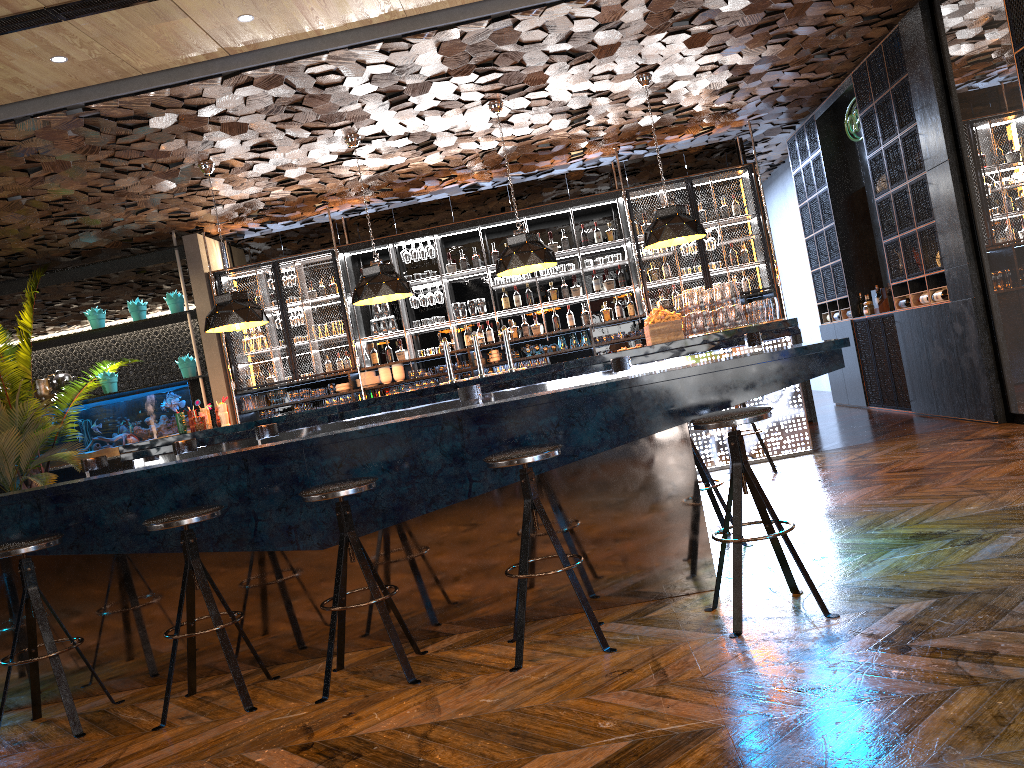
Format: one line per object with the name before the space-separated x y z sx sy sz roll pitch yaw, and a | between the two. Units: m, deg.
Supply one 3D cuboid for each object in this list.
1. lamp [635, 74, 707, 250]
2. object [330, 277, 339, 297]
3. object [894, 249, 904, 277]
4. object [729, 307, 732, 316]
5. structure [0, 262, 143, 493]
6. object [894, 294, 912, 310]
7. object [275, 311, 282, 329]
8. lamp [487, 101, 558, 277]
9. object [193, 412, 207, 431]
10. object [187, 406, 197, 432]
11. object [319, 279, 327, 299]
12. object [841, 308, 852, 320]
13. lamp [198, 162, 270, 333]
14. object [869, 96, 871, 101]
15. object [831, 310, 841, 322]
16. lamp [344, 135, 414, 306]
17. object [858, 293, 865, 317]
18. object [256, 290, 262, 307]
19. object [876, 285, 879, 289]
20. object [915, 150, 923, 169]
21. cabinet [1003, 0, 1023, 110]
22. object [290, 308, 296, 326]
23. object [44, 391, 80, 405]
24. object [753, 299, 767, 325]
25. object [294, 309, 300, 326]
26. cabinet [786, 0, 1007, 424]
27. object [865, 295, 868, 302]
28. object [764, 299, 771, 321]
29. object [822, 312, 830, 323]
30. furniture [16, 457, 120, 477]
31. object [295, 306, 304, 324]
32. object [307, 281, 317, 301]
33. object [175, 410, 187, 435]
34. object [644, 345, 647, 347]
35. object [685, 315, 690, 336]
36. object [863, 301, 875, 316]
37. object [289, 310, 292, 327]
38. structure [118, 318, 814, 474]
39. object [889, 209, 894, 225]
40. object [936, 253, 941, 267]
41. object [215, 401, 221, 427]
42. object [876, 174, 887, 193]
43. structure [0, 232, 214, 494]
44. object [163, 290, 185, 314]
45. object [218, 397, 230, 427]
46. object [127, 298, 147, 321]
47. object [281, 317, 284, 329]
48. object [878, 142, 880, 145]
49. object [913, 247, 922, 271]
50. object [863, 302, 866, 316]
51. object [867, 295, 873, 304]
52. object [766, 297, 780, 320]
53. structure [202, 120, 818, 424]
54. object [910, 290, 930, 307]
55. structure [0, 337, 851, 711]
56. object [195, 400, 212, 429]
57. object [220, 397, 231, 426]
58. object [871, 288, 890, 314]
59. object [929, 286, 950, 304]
lamp | 1.369 -2.087 8.246 0.582 1.564 0.607 -11 0 4
object | -2.218 -1.211 11.017 0.073 0.246 0.072 -11 0 19
object | 3.937 -1.216 8.787 0.175 0.351 0.369 -11 0 9
object | 2.012 -0.599 7.972 0.105 0.209 0.105 -11 0 29
structure | -5.920 0.379 10.050 1.873 3.561 4.073 -11 0 5
object | 3.923 -0.816 8.762 0.122 0.133 0.396 -11 0 4
object | -2.897 -0.797 10.985 0.081 0.213 0.081 -11 0 9
lamp | -0.007 -1.827 8.214 0.582 1.564 0.607 -11 0 4
object | -2.839 0.332 8.077 0.110 0.191 0.131 -11 0 16
object | -2.960 0.326 8.232 0.078 0.246 0.084 -11 0 2
object | -2.360 -1.184 11.026 0.073 0.246 0.072 -11 0 -11
object | 4.043 -0.846 10.547 0.122 0.132 0.396 -11 0 4
lamp | -2.737 -1.285 8.383 0.582 1.606 0.607 -11 0 4
object | 3.634 -2.873 8.748 0.126 0.249 0.253 -11 0 -26
object | 4.075 -0.854 10.972 0.123 0.132 0.396 -11 0 4
lamp | -1.368 -1.571 8.420 0.582 1.564 0.607 -11 0 4
object | 4.064 -0.919 10.290 0.080 0.279 0.080 -11 0 -38
object | -3.162 -1.046 11.081 0.075 0.261 0.075 -11 0 -37
object | 4.120 -0.953 9.951 0.086 0.313 0.086 -11 0 -43
object | 3.742 -2.008 7.910 0.266 0.239 0.265 -11 0 -18
cabinet | 3.700 -1.396 3.821 0.691 3.514 4.416 -11 0 4
object | -2.718 -0.830 10.973 0.081 0.213 0.081 -11 0 9
object | -5.697 0.187 11.238 0.320 0.135 0.250 -11 0 4
object | 2.177 -0.627 7.755 0.105 0.209 0.105 -11 0 -21
object | -2.709 -0.833 11.117 0.081 0.213 0.081 -11 0 9
cabinet | 4.048 -1.481 9.426 0.691 3.514 4.416 -11 0 4
object | 4.064 -0.900 10.136 0.065 0.237 0.065 -11 0 -28
object | 2.242 -0.640 7.859 0.105 0.209 0.105 -11 0 29
object | 4.107 -0.863 11.399 0.122 0.132 0.396 -11 0 6
furniture | -7.992 1.987 15.197 9.798 1.137 3.595 -11 0 4
object | -2.629 -0.847 10.968 0.081 0.213 0.081 -11 0 9
object | -2.494 -1.157 11.036 0.108 0.244 0.108 -11 0 -8
object | -3.021 0.343 8.091 0.086 0.237 0.084 -11 0 23
object | 1.397 -0.385 8.349 0.273 0.019 0.437 -11 0 4
object | 1.618 -0.525 7.978 0.105 0.209 0.105 -11 0 29
object | 3.997 -0.846 9.910 0.106 0.164 0.106 -11 0 -7
object | -2.793 -0.817 11.123 0.081 0.213 0.081 -11 0 9
structure | -0.445 0.303 8.262 6.009 1.685 1.214 -11 0 4
object | 3.859 -1.652 8.781 0.167 0.356 0.255 -11 0 9
object | 3.898 -1.181 7.898 0.164 0.303 0.341 -11 0 9
object | -2.744 0.281 8.326 0.080 0.254 0.091 -11 0 6
object | 3.788 -2.005 8.769 0.192 0.221 0.403 -11 0 -27
structure | -5.767 0.260 11.254 4.269 3.734 0.705 -11 0 4
object | -4.196 -1.008 11.060 0.265 0.325 0.245 -11 0 -3
object | -2.624 0.254 8.076 0.081 0.264 0.099 -11 0 24
object | -4.670 -0.919 11.094 0.255 0.325 0.244 -11 0 31
object | -2.888 -0.799 11.129 0.081 0.213 0.081 -11 0 9
object | 3.702 -2.447 8.778 0.126 0.249 0.253 -11 0 4
object | 3.886 -1.168 8.363 0.131 0.280 0.208 -11 0 -14
object | 4.086 -0.863 10.034 0.228 0.164 0.117 -11 0 5
object | 4.115 -0.910 10.204 0.065 0.237 0.065 -11 0 -38
object | 2.282 -0.647 7.736 0.105 0.209 0.105 -11 0 -21
structure | -0.172 -0.706 10.711 6.750 3.553 1.143 -11 0 4
object | 3.895 -0.810 8.337 0.122 0.132 0.396 -11 0 4
structure | -0.845 0.740 4.345 4.941 0.998 0.673 -11 0 4
object | -2.874 0.284 8.308 0.116 0.298 0.105 -11 0 35
object | -2.669 0.256 8.207 0.080 0.277 0.091 -11 0 36
object | 4.026 -0.906 9.689 0.116 0.264 0.144 -11 0 4
object | 3.867 -0.804 7.906 0.123 0.132 0.396 -11 0 5
